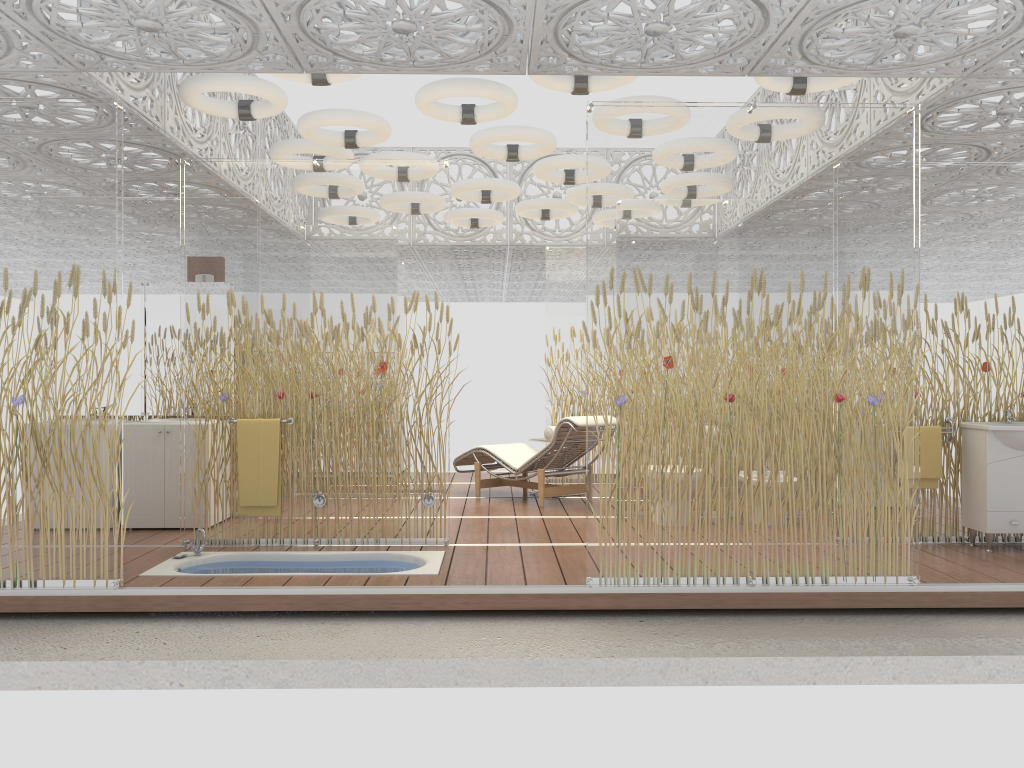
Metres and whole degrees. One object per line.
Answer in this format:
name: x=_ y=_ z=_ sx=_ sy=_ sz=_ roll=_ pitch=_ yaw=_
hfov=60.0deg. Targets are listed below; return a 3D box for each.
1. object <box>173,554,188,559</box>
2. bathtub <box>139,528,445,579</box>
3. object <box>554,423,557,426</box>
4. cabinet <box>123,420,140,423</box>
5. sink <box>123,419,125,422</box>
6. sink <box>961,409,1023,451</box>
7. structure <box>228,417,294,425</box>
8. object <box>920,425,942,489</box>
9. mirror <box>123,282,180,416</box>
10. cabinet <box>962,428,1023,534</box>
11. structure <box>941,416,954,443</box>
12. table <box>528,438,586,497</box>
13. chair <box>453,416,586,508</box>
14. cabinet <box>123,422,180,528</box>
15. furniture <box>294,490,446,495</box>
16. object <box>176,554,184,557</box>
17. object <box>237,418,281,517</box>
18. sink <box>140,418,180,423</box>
object: x=-2.076 y=1.079 z=5.546 sx=0.065 sy=0.011 sz=0.108 roll=0 pitch=0 yaw=8
bathtub: x=-1.279 y=1.201 z=5.404 sx=1.700 sy=0.582 sz=0.700 roll=0 pitch=0 yaw=-1
object: x=0.440 y=0.409 z=8.703 sx=0.055 sy=0.056 sz=0.055 roll=0 pitch=0 yaw=-1
cabinet: x=-3.317 y=0.686 z=6.887 sx=0.643 sy=0.782 sz=0.549 roll=0 pitch=0 yaw=-1
sink: x=-3.319 y=0.318 z=6.904 sx=0.573 sy=0.266 sz=0.499 roll=0 pitch=0 yaw=-4
sink: x=3.366 y=0.304 z=5.839 sx=0.603 sy=0.263 sz=0.454 roll=0 pitch=0 yaw=-1
structure: x=-1.684 y=0.249 z=5.920 sx=0.442 sy=0.047 sz=0.078 roll=0 pitch=0 yaw=-1
object: x=2.743 y=0.493 z=5.952 sx=0.295 sy=0.427 sz=0.042 roll=0 pitch=0 yaw=-10
mirror: x=-2.961 y=-0.285 z=7.170 sx=1.422 sy=1.081 sz=0.009 roll=0 pitch=0 yaw=-1
cabinet: x=3.362 y=0.630 z=5.906 sx=0.580 sy=0.678 sz=0.316 roll=0 pitch=0 yaw=-1
structure: x=2.800 y=0.313 z=5.984 sx=0.405 sy=0.183 sz=0.115 roll=0 pitch=0 yaw=-3
table: x=0.448 y=0.813 z=8.763 sx=0.420 sy=0.535 sz=0.420 roll=0 pitch=0 yaw=-31
chair: x=0.195 y=0.688 z=8.407 sx=0.635 sy=0.811 sz=1.787 roll=0 pitch=0 yaw=-41
cabinet: x=-2.598 y=0.686 z=6.901 sx=0.643 sy=0.782 sz=0.549 roll=0 pitch=0 yaw=-1
furniture: x=-0.924 y=0.712 z=5.819 sx=0.977 sy=0.014 sz=0.178 roll=0 pitch=0 yaw=-1
object: x=-2.075 y=1.073 z=5.547 sx=0.035 sy=0.016 sz=0.066 roll=0 pitch=0 yaw=8
object: x=-1.682 y=0.557 z=5.894 sx=0.283 sy=0.656 sz=0.042 roll=0 pitch=0 yaw=-1
sink: x=-2.601 y=0.318 z=6.918 sx=0.573 sy=0.266 sz=0.499 roll=0 pitch=0 yaw=2
